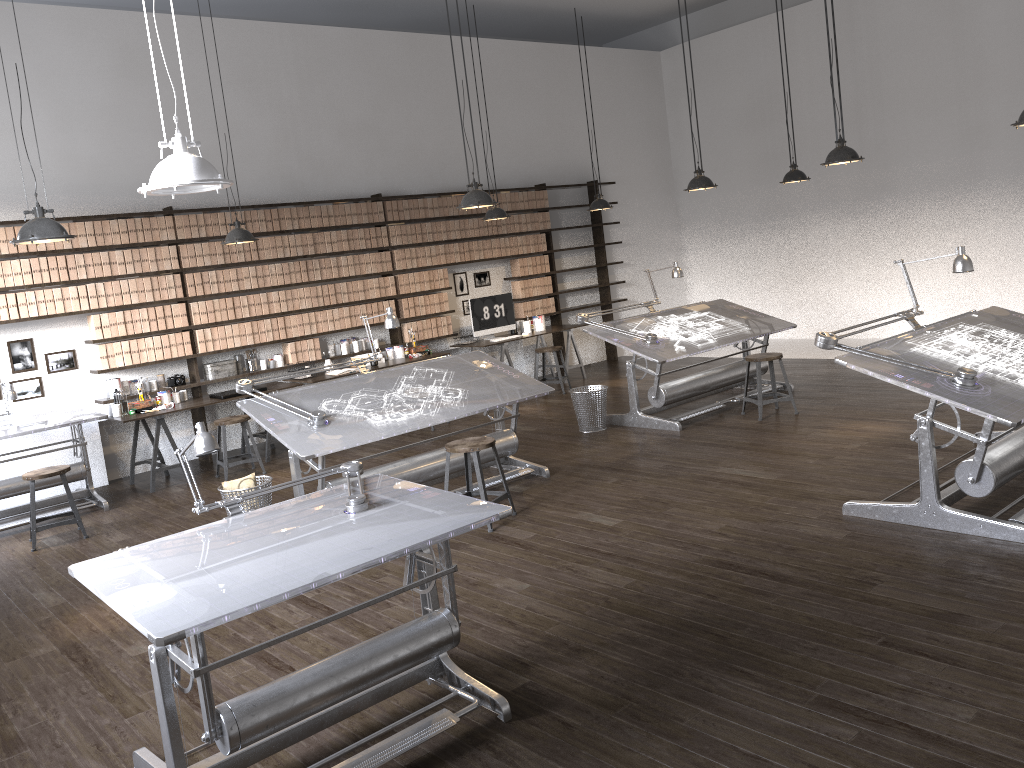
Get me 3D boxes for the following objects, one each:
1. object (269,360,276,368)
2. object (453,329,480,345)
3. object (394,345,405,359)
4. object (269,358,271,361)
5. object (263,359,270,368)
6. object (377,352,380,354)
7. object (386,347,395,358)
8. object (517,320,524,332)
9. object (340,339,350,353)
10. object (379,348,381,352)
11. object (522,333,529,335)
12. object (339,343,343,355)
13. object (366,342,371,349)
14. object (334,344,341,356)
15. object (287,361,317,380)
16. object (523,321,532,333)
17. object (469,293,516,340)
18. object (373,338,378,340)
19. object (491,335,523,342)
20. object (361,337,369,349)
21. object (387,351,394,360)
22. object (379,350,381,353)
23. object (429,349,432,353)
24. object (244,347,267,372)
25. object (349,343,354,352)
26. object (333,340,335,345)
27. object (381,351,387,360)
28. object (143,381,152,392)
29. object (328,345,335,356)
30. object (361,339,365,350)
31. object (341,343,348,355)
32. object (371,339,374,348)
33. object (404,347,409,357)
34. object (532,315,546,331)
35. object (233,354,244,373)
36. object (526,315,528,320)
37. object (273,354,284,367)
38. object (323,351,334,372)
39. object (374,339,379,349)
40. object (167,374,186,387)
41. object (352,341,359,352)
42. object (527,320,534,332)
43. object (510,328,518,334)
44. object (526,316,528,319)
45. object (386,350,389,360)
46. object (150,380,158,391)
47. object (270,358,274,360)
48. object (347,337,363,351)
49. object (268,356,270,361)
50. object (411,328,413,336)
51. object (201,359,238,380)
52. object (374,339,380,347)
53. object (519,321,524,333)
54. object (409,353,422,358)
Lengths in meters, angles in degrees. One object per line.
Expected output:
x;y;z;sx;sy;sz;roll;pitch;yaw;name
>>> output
-2.465;-0.210;9.052;0.062;0.093;0.181;-10;8;-25;object
-0.534;-0.552;10.387;0.203;0.160;0.286;0;10;42;object
-1.235;-0.353;9.710;0.105;0.141;0.104;-11;8;-32;object
-2.439;-0.218;8.976;0.035;0.102;0.004;-13;8;-44;object
-2.509;-0.206;9.037;0.063;0.093;0.063;-6;7;12;object
-1.460;-0.298;9.658;0.062;0.094;0.062;-7;6;1;object
-1.339;-0.342;9.762;0.095;0.127;0.094;-13;9;-43;object
0.111;-0.714;11.004;0.095;0.144;0.095;-10;7;-22;object
-1.812;-0.405;9.600;0.095;0.161;0.094;-13;9;-43;object
-1.436;-0.330;9.714;0.030;0.133;0.004;-11;7;-35;object
0.161;-0.601;10.581;0.059;0.028;0.106;-14;11;-42;object
-1.837;-0.376;9.538;0.045;0.127;0.044;-12;8;-39;object
-1.576;-0.423;9.770;0.054;0.081;0.054;-2;9;40;object
-1.867;-0.365;9.489;0.062;0.117;0.063;-7;6;1;object
-2.119;-0.136;8.930;0.205;0.160;0.284;-13;10;-39;object
0.190;-0.694;10.810;0.095;0.144;0.095;-9;7;-13;object
-0.246;-0.792;10.552;0.647;0.515;0.204;-13;9;-39;object
-1.514;-0.456;9.873;0.062;0.095;0.062;-8;7;-8;object
-0.064;-0.534;10.373;0.118;0.017;0.441;1;12;45;object
-1.623;-0.451;9.842;0.095;0.129;0.094;-2;8;37;object
-1.324;-0.314;9.652;0.062;0.094;0.062;-6;7;10;object
-1.437;-0.324;9.732;0.035;0.102;0.004;-11;7;-32;object
-0.914;-0.364;9.843;0.049;0.037;0.049;-12;9;-36;object
-2.599;-0.270;8.940;0.156;0.270;0.182;-3;8;34;object
-1.747;-0.391;9.651;0.054;0.101;0.054;-10;7;-23;object
-1.903;-0.395;9.554;0.041;0.168;0.009;-11;7;-36;object
-1.394;-0.305;9.651;0.062;0.093;0.063;-7;7;1;object
-3.378;0.027;8.206;0.063;0.093;0.063;-2;8;36;object
-1.933;-0.358;9.496;0.062;0.119;0.062;-7;6;1;object
-1.645;-0.426;9.714;0.062;0.119;0.062;-5;7;19;object
-1.797;-0.374;9.491;0.062;0.119;0.062;-6;6;10;object
-1.554;-0.445;9.826;0.045;0.102;0.044;-2;8;41;object
-1.157;-0.351;9.724;0.050;0.111;0.049;-12;8;-36;object
0.334;-0.745;10.894;0.145;0.195;0.145;-4;7;23;object
-2.751;-0.199;8.913;0.078;0.187;0.079;-4;7;29;object
0.206;-0.755;10.999;0.045;0.203;0.007;-4;7;31;object
-2.388;-0.239;9.066;0.095;0.127;0.094;-11;8;-33;object
-1.922;-0.234;9.259;0.101;0.208;0.102;-7;6;5;object
-1.497;-0.438;9.737;0.062;0.095;0.062;-8;7;-8;object
-3.173;-0.035;8.392;0.172;0.108;0.091;-13;9;-39;object
-1.690;-0.402;9.586;0.062;0.119;0.062;-5;7;19;object
0.230;-0.713;10.895;0.068;0.154;0.068;-4;7;27;object
0.022;-0.681;10.873;0.091;0.141;0.097;-3;8;30;object
0.213;-0.755;10.986;0.055;0.179;0.007;-3;7;32;object
-1.364;-0.317;9.700;0.045;0.100;0.044;-12;8;-39;object
-3.345;0.014;8.263;0.062;0.094;0.062;-2;8;36;object
-2.455;-0.216;9.055;0.045;0.100;0.044;-12;8;-37;object
-1.722;-0.430;9.691;0.095;0.161;0.205;-12;9;-38;object
-2.455;-0.221;8.983;0.028;0.126;0.004;-12;8;-41;object
-1.106;-0.523;9.839;0.007;0.227;0.020;-8;6;-8;object
-2.869;-0.140;8.698;0.319;0.151;0.193;-14;10;-40;object
-1.501;-0.447;9.804;0.063;0.094;0.063;-8;7;-8;object
0.143;-0.703;10.907;0.097;0.142;0.096;-10;7;-22;object
-1.044;-0.318;9.624;0.132;0.050;0.198;-4;9;21;object
